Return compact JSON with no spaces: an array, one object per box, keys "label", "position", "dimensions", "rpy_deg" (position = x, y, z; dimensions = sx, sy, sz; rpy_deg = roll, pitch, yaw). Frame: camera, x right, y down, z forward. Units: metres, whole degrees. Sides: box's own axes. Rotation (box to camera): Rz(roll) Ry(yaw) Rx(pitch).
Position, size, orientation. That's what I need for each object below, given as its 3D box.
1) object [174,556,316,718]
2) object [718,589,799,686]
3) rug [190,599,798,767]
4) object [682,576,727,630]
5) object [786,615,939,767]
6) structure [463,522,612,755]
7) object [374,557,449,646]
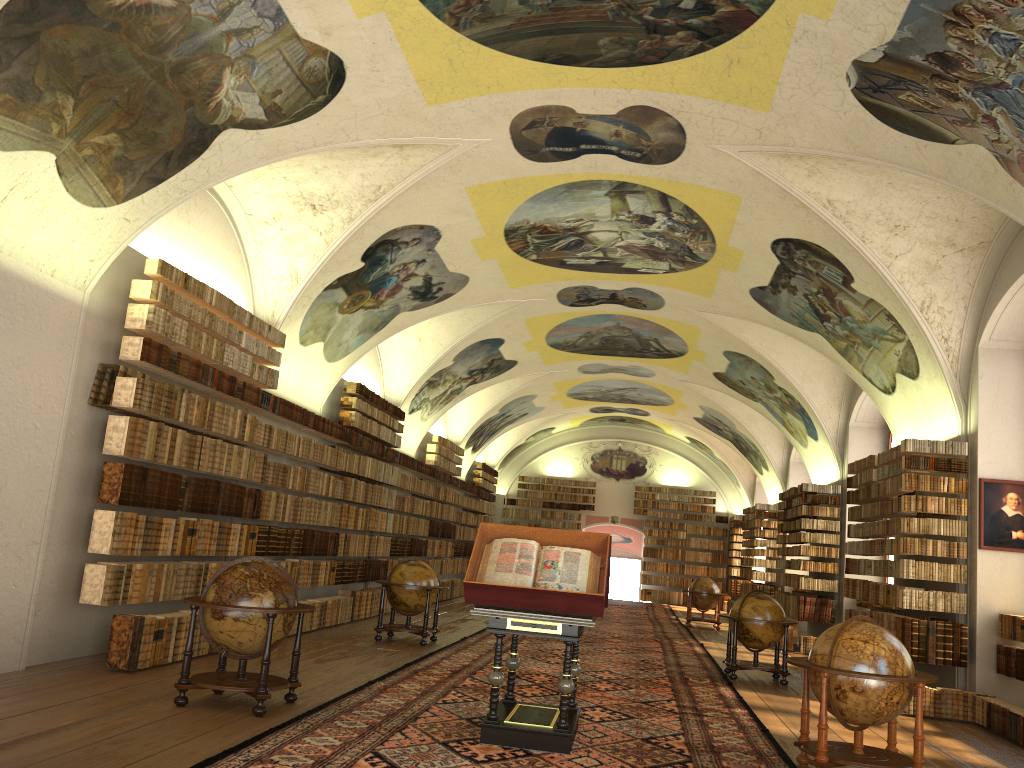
[{"label":"object","position":[-2.635,2.448,8.832],"dimensions":[1.281,1.444,1.281],"rpy_deg":[11,-11,-29]},{"label":"object","position":[4.015,4.102,14.531],"dimensions":[1.281,1.444,1.281],"rpy_deg":[11,-11,-29]},{"label":"rug","position":[1.645,5.243,18.192],"dimensions":[4.703,0.064,37.033],"rpy_deg":[4,-10,8]},{"label":"object","position":[5.455,6.189,25.206],"dimensions":[1.282,1.444,1.280],"rpy_deg":[13,-12,-38]},{"label":"object","position":[3.132,2.823,7.986],"dimensions":[1.282,1.444,1.280],"rpy_deg":[15,-13,-43]},{"label":"structure","position":[0.268,2.407,8.616],"dimensions":[1.245,1.975,1.898],"rpy_deg":[4,-10,8]},{"label":"object","position":[-1.753,3.727,15.377],"dimensions":[1.282,1.444,1.280],"rpy_deg":[15,-13,-43]}]
